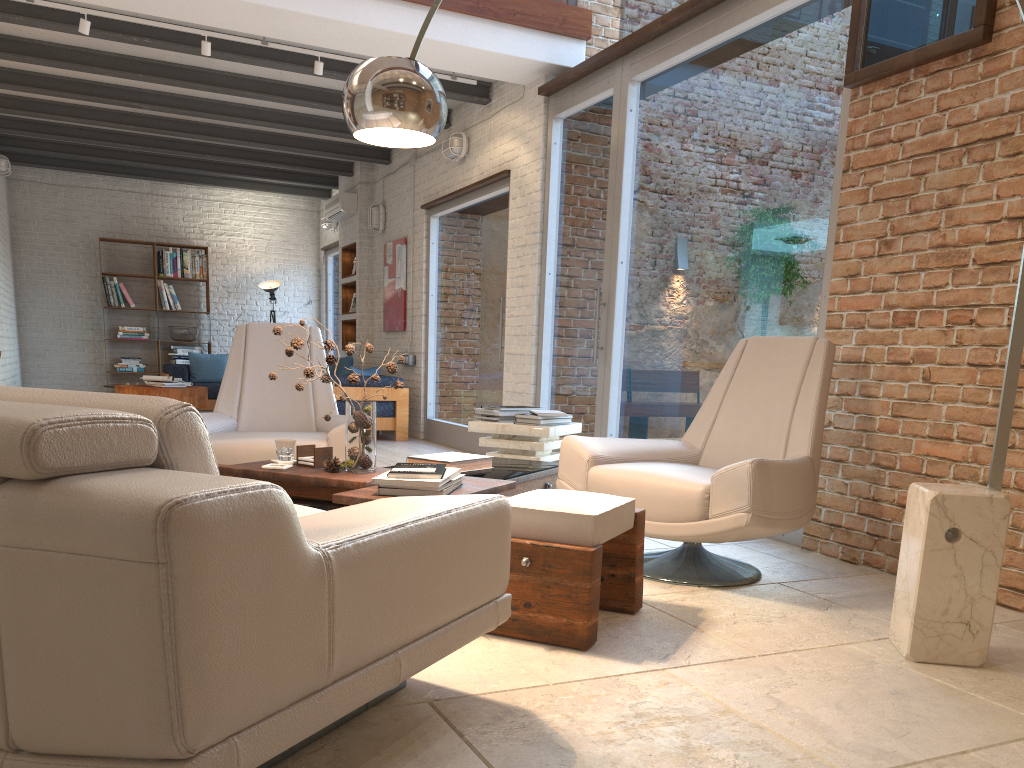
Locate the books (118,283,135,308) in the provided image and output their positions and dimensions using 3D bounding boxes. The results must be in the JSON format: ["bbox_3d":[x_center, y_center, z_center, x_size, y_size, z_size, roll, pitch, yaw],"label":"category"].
[{"bbox_3d":[-5.099,-1.167,11.529,0.194,0.327,0.248,-2,9,-25],"label":"books"}]

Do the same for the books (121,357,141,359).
[{"bbox_3d":[-5.111,-0.347,11.684,0.252,0.017,0.159,1,2,-25],"label":"books"}]

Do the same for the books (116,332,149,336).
[{"bbox_3d":[-5.057,-0.664,11.619,0.378,0.037,0.240,1,2,-31],"label":"books"}]

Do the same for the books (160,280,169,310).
[{"bbox_3d":[-4.667,-1.184,11.692,0.103,0.394,0.238,-3,10,-25],"label":"books"}]

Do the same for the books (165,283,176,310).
[{"bbox_3d":[-4.608,-1.167,11.744,0.124,0.358,0.265,-3,9,-25],"label":"books"}]

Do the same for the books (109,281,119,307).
[{"bbox_3d":[-5.236,-1.178,11.472,0.102,0.343,0.248,-3,9,-25],"label":"books"}]

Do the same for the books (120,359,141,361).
[{"bbox_3d":[-5.129,-0.322,11.704,0.236,0.019,0.168,1,2,-32],"label":"books"}]

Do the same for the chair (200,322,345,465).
[{"bbox_3d":[-1.260,0.181,4.600,1.028,1.043,0.947,1,7,-9],"label":"chair"}]

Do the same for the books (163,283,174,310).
[{"bbox_3d":[-4.624,-1.167,11.727,0.124,0.358,0.265,-3,9,-25],"label":"books"}]

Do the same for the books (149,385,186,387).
[{"bbox_3d":[-3.563,0.020,9.016,0.314,0.011,0.250,4,2,44],"label":"books"}]

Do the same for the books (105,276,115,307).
[{"bbox_3d":[-5.273,-1.204,11.429,0.091,0.394,0.238,-3,10,-25],"label":"books"}]

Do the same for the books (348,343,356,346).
[{"bbox_3d":[-1.959,-0.494,10.825,0.132,0.034,0.201,2,2,-15],"label":"books"}]

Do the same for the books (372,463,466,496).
[{"bbox_3d":[-0.314,0.332,3.052,0.250,0.076,0.393,2,2,7],"label":"books"}]

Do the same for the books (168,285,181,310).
[{"bbox_3d":[-4.558,-1.156,11.754,0.157,0.338,0.248,-3,9,-25],"label":"books"}]

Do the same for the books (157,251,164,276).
[{"bbox_3d":[-4.684,-1.592,11.616,0.055,0.338,0.248,-3,10,-25],"label":"books"}]

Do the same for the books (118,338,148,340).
[{"bbox_3d":[-5.066,-0.599,11.643,0.355,0.021,0.266,1,2,-25],"label":"books"}]

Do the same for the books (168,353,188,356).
[{"bbox_3d":[-4.479,-0.401,11.948,0.444,0.021,0.266,1,2,-25],"label":"books"}]

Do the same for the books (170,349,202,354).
[{"bbox_3d":[-4.477,-0.445,11.959,0.378,0.066,0.239,1,2,-31],"label":"books"}]

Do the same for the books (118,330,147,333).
[{"bbox_3d":[-5.066,-0.694,11.630,0.355,0.021,0.267,1,2,-27],"label":"books"}]

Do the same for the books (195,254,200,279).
[{"bbox_3d":[-4.267,-1.581,11.793,0.055,0.338,0.248,-3,10,-25],"label":"books"}]

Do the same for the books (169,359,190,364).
[{"bbox_3d":[-4.472,-0.301,11.972,0.378,0.066,0.240,1,3,-38],"label":"books"}]

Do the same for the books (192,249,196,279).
[{"bbox_3d":[-4.311,-1.610,11.773,0.036,0.394,0.238,-3,10,-25],"label":"books"}]

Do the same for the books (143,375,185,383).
[{"bbox_3d":[-3.610,-0.029,9.058,0.322,0.112,0.267,3,3,7],"label":"books"}]

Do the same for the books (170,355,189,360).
[{"bbox_3d":[-4.490,-0.362,11.938,0.326,0.057,0.250,1,2,-30],"label":"books"}]

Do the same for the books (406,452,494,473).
[{"bbox_3d":[-0.283,0.361,4.013,0.252,0.058,0.323,4,2,35],"label":"books"}]

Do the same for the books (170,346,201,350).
[{"bbox_3d":[-4.478,-0.496,11.942,0.379,0.037,0.239,1,2,-25],"label":"books"}]

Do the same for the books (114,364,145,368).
[{"bbox_3d":[-5.131,-0.241,11.699,0.379,0.037,0.239,1,2,-25],"label":"books"}]

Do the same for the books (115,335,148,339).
[{"bbox_3d":[-5.071,-0.628,11.628,0.379,0.037,0.239,1,2,-30],"label":"books"}]

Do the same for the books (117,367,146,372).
[{"bbox_3d":[-5.110,-0.193,11.710,0.326,0.057,0.249,2,2,-15],"label":"books"}]

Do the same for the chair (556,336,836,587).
[{"bbox_3d":[0.872,0.287,3.681,0.976,1.024,1.009,-4,9,-41],"label":"chair"}]

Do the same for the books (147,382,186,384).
[{"bbox_3d":[-3.566,-0.012,8.996,0.314,0.011,0.250,3,2,39],"label":"books"}]

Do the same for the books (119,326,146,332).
[{"bbox_3d":[-5.056,-0.732,11.624,0.326,0.057,0.249,1,2,-23],"label":"books"}]

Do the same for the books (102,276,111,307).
[{"bbox_3d":[-5.304,-1.204,11.406,0.091,0.394,0.238,-3,10,-25],"label":"books"}]

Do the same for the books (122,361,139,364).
[{"bbox_3d":[-5.122,-0.295,11.705,0.205,0.034,0.130,1,2,-25],"label":"books"}]

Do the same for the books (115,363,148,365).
[{"bbox_3d":[-5.111,-0.267,11.691,0.378,0.019,0.240,1,2,-32],"label":"books"}]

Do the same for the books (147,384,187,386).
[{"bbox_3d":[-3.572,0.008,9.027,0.315,0.011,0.249,3,2,34],"label":"books"}]

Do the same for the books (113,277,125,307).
[{"bbox_3d":[-5.171,-1.199,11.463,0.121,0.391,0.238,-3,10,-25],"label":"books"}]

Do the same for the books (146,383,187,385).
[{"bbox_3d":[-3.570,-0.002,9.006,0.315,0.011,0.249,3,2,34],"label":"books"}]

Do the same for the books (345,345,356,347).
[{"bbox_3d":[-1.958,-0.467,10.824,0.171,0.019,0.231,1,2,-23],"label":"books"}]

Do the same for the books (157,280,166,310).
[{"bbox_3d":[-4.711,-1.187,11.697,0.101,0.394,0.238,-3,10,-25],"label":"books"}]

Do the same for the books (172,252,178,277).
[{"bbox_3d":[-4.529,-1.588,11.689,0.055,0.338,0.248,-3,10,-25],"label":"books"}]
